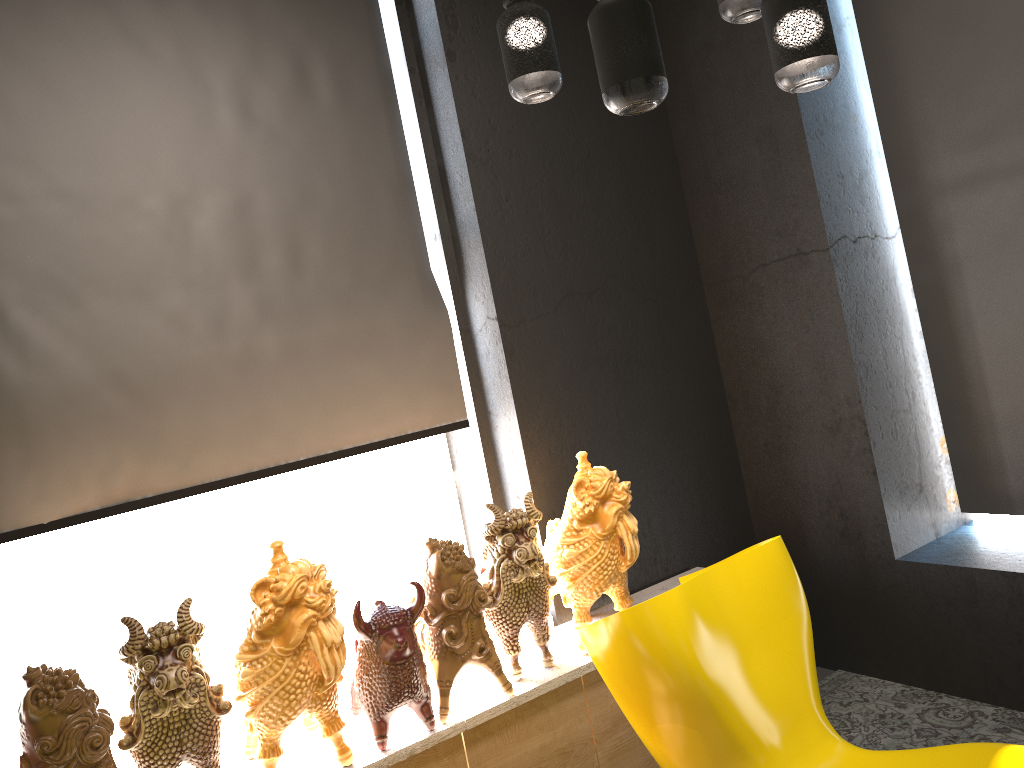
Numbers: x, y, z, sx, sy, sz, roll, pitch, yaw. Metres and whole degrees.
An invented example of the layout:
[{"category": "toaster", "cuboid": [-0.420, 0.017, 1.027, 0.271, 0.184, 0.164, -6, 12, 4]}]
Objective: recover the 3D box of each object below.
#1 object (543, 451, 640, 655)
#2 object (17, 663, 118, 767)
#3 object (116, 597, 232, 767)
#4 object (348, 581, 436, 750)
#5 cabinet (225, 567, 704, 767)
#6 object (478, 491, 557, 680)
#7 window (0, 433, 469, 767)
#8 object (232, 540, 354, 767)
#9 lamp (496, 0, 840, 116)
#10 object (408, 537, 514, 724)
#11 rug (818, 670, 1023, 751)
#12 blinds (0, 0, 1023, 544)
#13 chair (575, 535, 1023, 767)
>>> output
[{"category": "object", "cuboid": [0.230, 0.561, 3.075, 0.309, 0.656, 0.466, -11, -1, -28]}, {"category": "object", "cuboid": [-1.103, 0.924, 2.219, 0.250, 0.546, 0.472, -11, 0, -25]}, {"category": "object", "cuboid": [-0.912, 0.854, 2.316, 0.273, 0.580, 0.426, -10, -1, -40]}, {"category": "object", "cuboid": [-0.393, 0.807, 2.634, 0.220, 0.441, 0.460, -11, 0, -28]}, {"category": "cabinet", "cuboid": [-0.192, 1.257, 2.743, 2.747, 0.531, 0.401, -13, 0, -33]}, {"category": "object", "cuboid": [-0.033, 0.656, 2.908, 0.273, 0.580, 0.426, -10, -1, -40]}, {"category": "window", "cuboid": [-1.398, -0.420, 3.140, 2.323, 3.173, 0.051, -11, -2, -33]}, {"category": "object", "cuboid": [-0.650, 0.759, 2.484, 0.309, 0.656, 0.466, -11, -1, -28]}, {"category": "lamp", "cuboid": [0.645, -1.720, 0.856, 2.836, 2.276, 2.681, -11, 1, 11]}, {"category": "object", "cuboid": [-0.224, 0.726, 2.811, 0.250, 0.546, 0.472, -11, 0, -25]}, {"category": "rug", "cuboid": [0.625, 1.397, 1.852, 3.619, 0.010, 2.175, -13, 3, -33]}, {"category": "blinds", "cuboid": [-3.159, -0.084, 1.065, 12.751, 3.316, 3.510, -12, 0, -13]}, {"category": "chair", "cuboid": [0.739, 0.907, 2.257, 0.662, 0.898, 1.061, -11, 0, -38]}]
